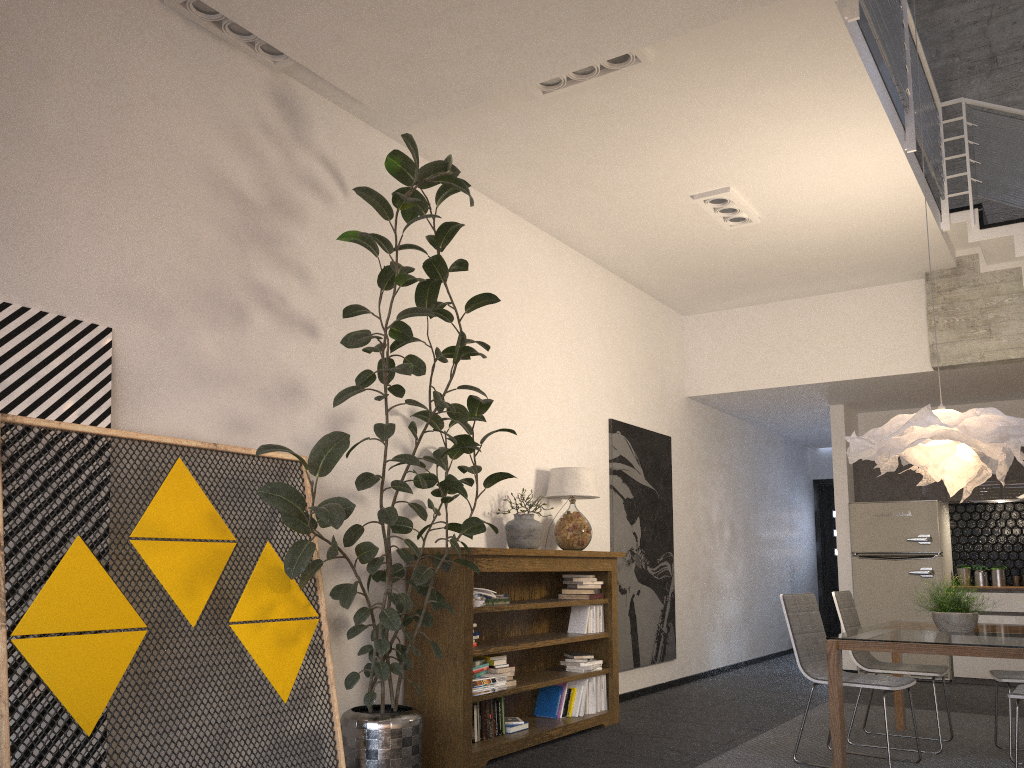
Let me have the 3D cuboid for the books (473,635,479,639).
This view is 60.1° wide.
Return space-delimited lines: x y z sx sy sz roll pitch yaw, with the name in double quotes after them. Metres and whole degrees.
-0.311 1.441 5.030 0.175 0.019 0.246 -3 -12 18 "books"

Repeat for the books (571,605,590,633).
0.473 1.624 6.119 0.136 0.187 0.018 -6 -11 33 "books"

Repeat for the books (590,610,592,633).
0.498 1.640 6.125 0.120 0.158 0.016 -6 -11 33 "books"

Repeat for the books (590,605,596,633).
0.514 1.627 6.137 0.136 0.187 0.018 -6 -11 33 "books"

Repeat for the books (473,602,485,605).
-0.283 1.256 5.091 0.252 0.011 0.321 0 -12 3 "books"

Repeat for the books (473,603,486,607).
-0.282 1.264 5.079 0.252 0.011 0.321 -1 -12 6 "books"

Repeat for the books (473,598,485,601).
-0.297 1.230 5.071 0.253 0.011 0.321 -3 -12 14 "books"

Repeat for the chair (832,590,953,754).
2.355 1.757 5.497 0.603 0.912 0.478 -6 -11 33 "chair"

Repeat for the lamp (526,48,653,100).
0.352 -1.592 4.420 0.646 0.065 0.255 -7 -14 33 "lamp"

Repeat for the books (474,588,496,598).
-0.274 1.200 5.145 0.273 0.108 0.325 5 -12 -21 "books"

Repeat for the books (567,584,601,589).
0.505 1.420 6.223 0.179 0.029 0.227 3 -12 -15 "books"

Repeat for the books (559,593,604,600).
0.482 1.475 6.154 0.230 0.034 0.288 -5 -13 25 "books"

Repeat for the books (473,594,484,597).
-0.305 1.210 5.077 0.252 0.011 0.321 -1 -12 5 "books"

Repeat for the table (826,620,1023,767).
2.516 1.751 4.963 1.000 0.708 1.811 -7 -13 32 "table"

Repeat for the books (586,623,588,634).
0.467 1.630 6.077 0.120 0.156 0.056 -6 -11 33 "books"

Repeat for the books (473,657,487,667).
-0.269 1.594 5.081 0.193 0.028 0.248 -2 -12 13 "books"

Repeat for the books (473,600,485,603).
-0.281 1.249 5.110 0.252 0.011 0.321 0 -12 0 "books"

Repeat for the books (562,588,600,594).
2.921 -1.680 7.347 5.397 6.653 0.363 3 -9 -16 "books"

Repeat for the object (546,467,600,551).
0.429 0.894 6.267 0.389 0.577 0.393 0 -10 2 "object"

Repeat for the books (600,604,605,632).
0.587 1.653 6.260 0.136 0.188 0.031 -6 -11 33 "books"

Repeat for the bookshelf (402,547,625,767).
0.093 1.633 5.555 0.452 1.162 1.931 -6 -12 32 "bookshelf"

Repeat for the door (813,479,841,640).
4.772 2.440 12.174 1.110 2.296 0.161 -6 -10 33 "door"

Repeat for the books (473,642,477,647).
-0.314 1.484 5.032 0.159 0.021 0.226 -3 -12 18 "books"

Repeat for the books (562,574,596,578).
0.471 1.351 6.230 0.205 0.022 0.156 -4 -12 18 "books"

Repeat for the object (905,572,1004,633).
2.499 1.237 5.039 0.532 0.364 0.672 -5 -12 28 "object"

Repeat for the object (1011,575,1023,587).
4.926 1.905 8.567 0.161 0.110 0.078 -8 -13 38 "object"

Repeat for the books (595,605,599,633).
0.544 1.639 6.195 0.136 0.187 0.015 -6 -11 33 "books"

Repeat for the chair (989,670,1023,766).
3.080 1.664 5.029 0.602 0.912 0.479 -3 -10 19 "chair"

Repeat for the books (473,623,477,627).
-0.309 1.379 5.044 0.155 0.020 0.207 -3 -12 18 "books"

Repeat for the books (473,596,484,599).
-0.290 1.223 5.087 0.252 0.011 0.321 -1 -12 5 "books"

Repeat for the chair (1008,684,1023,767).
2.791 1.520 4.332 0.603 0.912 0.478 -7 -11 35 "chair"

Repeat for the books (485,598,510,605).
-0.157 1.290 5.256 0.180 0.033 0.244 -8 -14 35 "books"

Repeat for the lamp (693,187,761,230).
1.504 -1.230 6.169 0.254 0.065 0.649 -7 -14 32 "lamp"

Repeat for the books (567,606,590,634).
0.457 1.614 6.063 0.136 0.180 0.078 -6 -11 33 "books"

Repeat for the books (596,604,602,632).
0.572 1.649 6.241 0.136 0.187 0.018 -6 -11 33 "books"

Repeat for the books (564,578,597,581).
0.478 1.373 6.223 0.175 0.023 0.245 3 -12 -12 "books"

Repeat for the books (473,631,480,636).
-0.313 1.419 5.025 0.163 0.022 0.233 -7 -14 33 "books"

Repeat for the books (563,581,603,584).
0.497 1.397 6.228 0.175 0.019 0.245 7 -13 -31 "books"

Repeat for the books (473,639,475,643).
-0.309 1.462 5.032 0.155 0.022 0.207 -2 -12 13 "books"

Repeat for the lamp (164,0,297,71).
-1.250 -1.664 4.097 0.254 0.065 0.649 -7 -14 32 "lamp"

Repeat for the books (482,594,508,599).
-0.157 1.260 5.250 0.167 0.023 0.229 -8 -14 36 "books"

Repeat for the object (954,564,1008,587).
4.624 1.882 8.725 0.483 0.219 0.173 -6 -12 30 "object"

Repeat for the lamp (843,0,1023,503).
2.525 -1.872 5.493 1.122 5.169 1.066 -8 -12 43 "lamp"

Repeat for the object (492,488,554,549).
0.071 0.874 5.754 0.386 0.409 0.277 -2 -10 11 "object"

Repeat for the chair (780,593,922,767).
1.874 1.641 4.939 0.604 0.912 0.477 -8 -13 42 "chair"

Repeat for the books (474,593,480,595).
-0.311 1.198 5.073 0.252 0.011 0.321 -2 -12 10 "books"

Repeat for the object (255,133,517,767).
-0.471 0.369 4.375 0.908 3.173 2.028 -1 -10 11 "object"
